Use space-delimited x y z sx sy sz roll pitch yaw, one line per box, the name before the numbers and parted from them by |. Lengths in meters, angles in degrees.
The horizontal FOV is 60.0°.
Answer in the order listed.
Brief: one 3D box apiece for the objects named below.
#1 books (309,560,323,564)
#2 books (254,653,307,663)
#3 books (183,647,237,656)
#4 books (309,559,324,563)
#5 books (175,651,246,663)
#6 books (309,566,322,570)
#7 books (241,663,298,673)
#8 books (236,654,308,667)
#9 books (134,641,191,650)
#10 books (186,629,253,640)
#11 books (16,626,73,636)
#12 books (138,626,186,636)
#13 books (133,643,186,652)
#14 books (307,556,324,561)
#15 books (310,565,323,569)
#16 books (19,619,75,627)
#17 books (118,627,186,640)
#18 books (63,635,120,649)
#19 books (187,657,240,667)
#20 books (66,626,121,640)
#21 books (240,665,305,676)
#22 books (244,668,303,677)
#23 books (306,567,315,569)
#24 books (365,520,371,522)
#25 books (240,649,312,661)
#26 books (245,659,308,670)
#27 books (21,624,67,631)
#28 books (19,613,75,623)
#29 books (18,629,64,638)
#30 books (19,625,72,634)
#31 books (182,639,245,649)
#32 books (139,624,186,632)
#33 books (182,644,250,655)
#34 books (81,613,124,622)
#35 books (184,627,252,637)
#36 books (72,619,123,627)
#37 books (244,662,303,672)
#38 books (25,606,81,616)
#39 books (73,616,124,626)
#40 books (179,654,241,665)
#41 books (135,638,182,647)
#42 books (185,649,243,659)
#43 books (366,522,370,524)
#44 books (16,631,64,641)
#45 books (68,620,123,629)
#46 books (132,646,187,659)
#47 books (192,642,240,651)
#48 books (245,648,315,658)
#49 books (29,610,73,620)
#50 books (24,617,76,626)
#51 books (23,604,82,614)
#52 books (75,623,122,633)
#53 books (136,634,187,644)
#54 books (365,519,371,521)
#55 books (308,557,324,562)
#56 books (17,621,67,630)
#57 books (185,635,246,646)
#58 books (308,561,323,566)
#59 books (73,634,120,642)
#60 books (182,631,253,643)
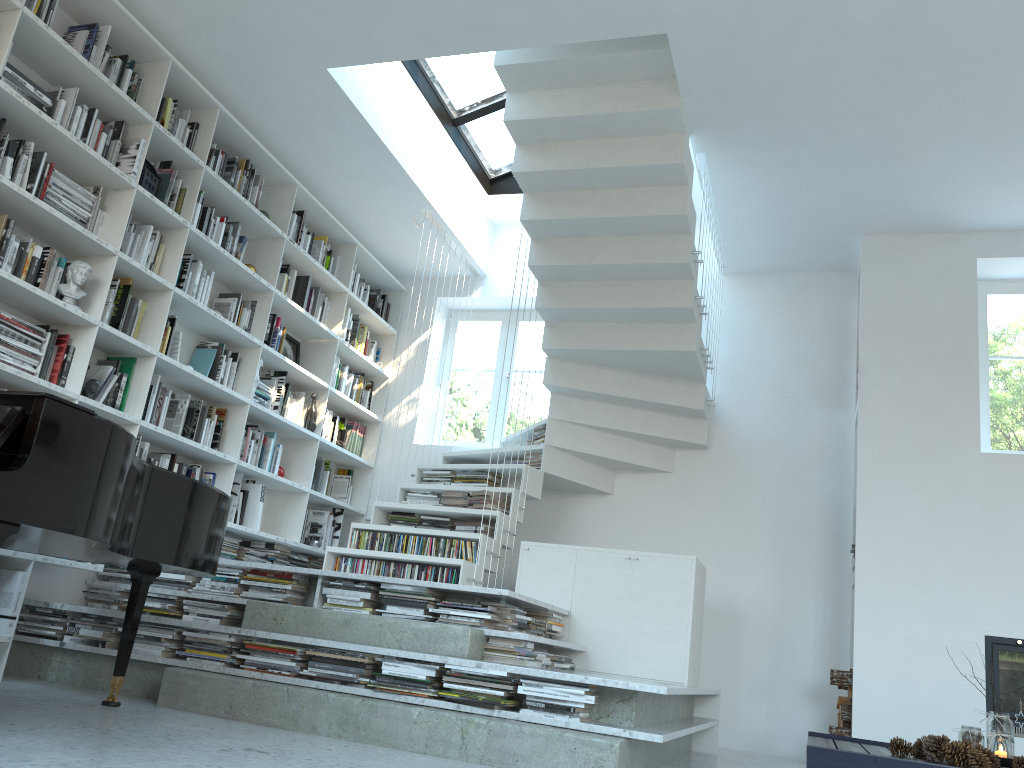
books | -1.458 1.300 6.455 0.159 0.009 0.286 2 -18 19
books | -0.972 1.154 3.734 0.180 0.013 0.140 1 -18 20
books | -1.265 1.160 3.835 0.294 0.008 0.124 1 -18 22
books | -1.455 1.291 6.457 0.161 0.009 0.255 2 -18 18
books | -1.273 1.175 3.812 0.292 0.012 0.160 3 -18 16
books | -1.463 1.342 6.446 0.207 0.008 0.329 -2 -19 28
books | -0.977 1.197 3.724 0.296 0.005 0.129 1 -18 21
books | -0.980 1.159 3.711 0.287 0.013 0.182 1 -18 20
books | -1.562 1.155 3.931 0.300 0.007 0.149 2 -18 19
books | -1.262 1.084 3.837 0.227 0.011 0.175 2 -18 18
books | -2.137 1.147 4.106 0.261 0.012 0.180 1 -18 22
books | -1.553 1.100 3.950 0.255 0.018 0.130 1 -18 22
books | -1.567 1.161 3.916 0.221 0.014 0.172 1 -18 20
books | -1.450 1.274 6.461 0.161 0.009 0.255 1 -18 21
books | -1.452 1.334 6.443 0.207 0.008 0.329 0 -18 24
books | -2.133 1.114 4.116 0.211 0.009 0.188 2 -18 18
books | -1.562 1.108 3.924 0.294 0.015 0.180 2 -18 17
books | -1.862 1.170 4.007 0.237 0.029 0.189 2 -18 19
books | -1.275 1.196 3.810 0.180 0.014 0.157 3 -18 16
books | -1.859 1.129 4.011 0.212 0.028 0.191 0 -18 23
books | -0.984 1.196 3.702 0.254 0.008 0.161 0 -18 24
books | -0.980 1.209 3.714 0.236 0.008 0.148 2 -18 18
books | -1.462 1.349 6.442 0.207 0.008 0.329 1 -18 21
books | -0.958 1.030 6.504 0.159 0.011 0.229 2 -18 18
books | -0.973 1.141 3.730 0.297 0.009 0.156 1 -18 20
books | -0.976 1.178 3.723 0.249 0.014 0.130 3 -17 14
books | -2.129 1.137 4.128 0.286 0.005 0.139 1 -18 22
books | -2.132 1.088 4.116 0.243 0.013 0.192 3 -17 15
books | -2.136 1.160 4.111 0.233 0.009 0.155 3 -17 14
books | -2.129 1.145 4.129 0.290 0.008 0.122 3 -17 14
books | -1.268 1.121 3.822 0.241 0.009 0.170 3 -17 15
books | -1.556 1.084 3.942 0.285 0.006 0.160 1 -18 21
books | -1.270 1.144 3.820 0.246 0.011 0.159 3 -17 15
books | -1.842 1.071 4.055 0.200 0.018 0.137 0 -18 23
books | -1.265 1.071 3.826 0.224 0.005 0.193 3 -17 15
books | -1.845 1.096 4.047 0.290 0.005 0.126 3 -17 14
books | -0.975 1.191 3.727 0.269 0.009 0.132 1 -18 20
books | -2.122 1.065 4.143 0.234 0.014 0.159 2 -18 17
books | -1.843 1.088 4.055 0.297 0.014 0.136 1 -18 20
books | -1.271 1.188 3.821 0.283 0.008 0.140 2 -18 17
books | -1.561 1.146 3.932 0.206 0.012 0.148 1 -18 20
books | -1.270 1.165 3.820 0.205 0.012 0.165 2 -18 19
books | -0.974 1.047 6.503 0.123 0.025 0.233 3 -18 16
books | -2.137 1.172 4.109 0.241 0.015 0.172 2 -18 19
books | -1.849 1.099 4.037 0.291 0.009 0.160 1 -18 21
books | -1.572 1.178 3.904 0.230 0.026 0.178 1 -18 22
books | -1.264 1.137 3.836 0.180 0.013 0.140 1 -18 22
books | -0.973 1.131 3.728 0.241 0.009 0.170 2 -18 19
books | -2.119 1.085 4.152 0.231 0.017 0.134 1 -18 20
books | -2.124 1.110 4.140 0.258 0.013 0.136 2 -18 17
books | -2.122 1.053 4.140 0.268 0.007 0.157 0 -18 24
books | -1.847 1.116 4.043 0.230 0.019 0.143 1 -18 20
books | -1.564 1.126 3.922 0.193 0.020 0.171 0 -18 23
books | -0.953 1.022 6.505 0.152 0.006 0.231 0 -18 24
books | -1.456 1.283 6.460 0.159 0.009 0.286 2 -18 19
books | -2.135 1.123 4.111 0.278 0.012 0.178 3 -17 15
books | -1.269 1.107 3.820 0.199 0.016 0.183 0 -18 24
books | -1.451 1.308 6.450 0.161 0.009 0.255 0 -18 23
books | -1.856 1.154 4.023 0.206 0.012 0.148 3 -17 14
books | -1.264 1.095 3.831 0.252 0.015 0.171 3 -18 16
